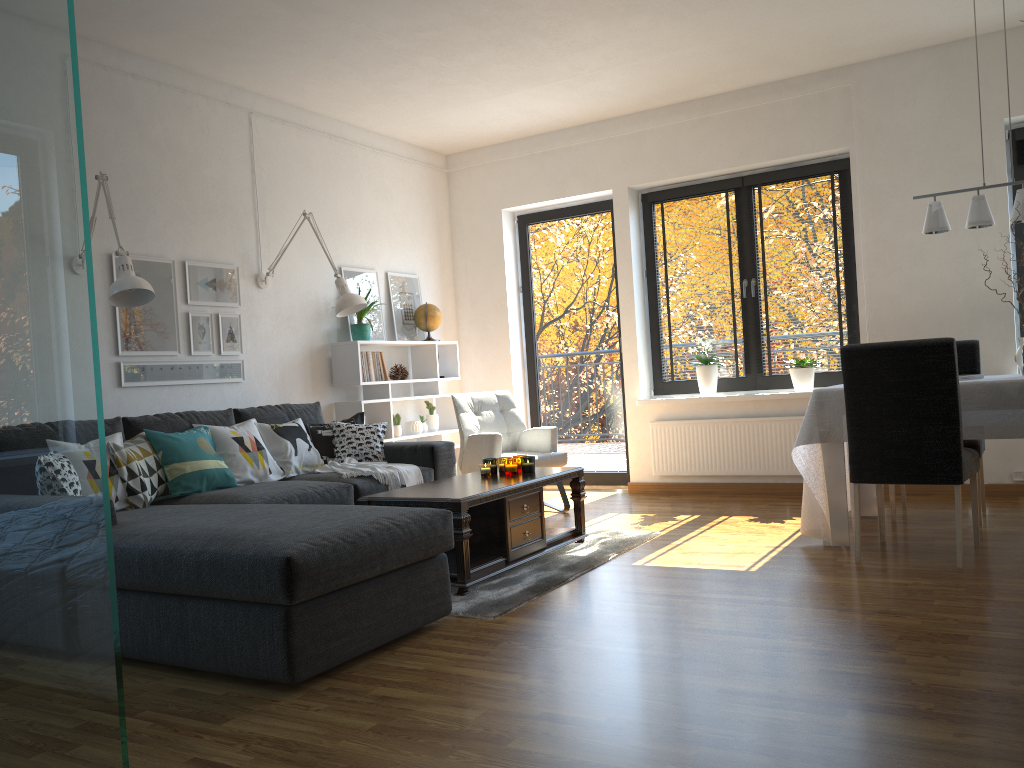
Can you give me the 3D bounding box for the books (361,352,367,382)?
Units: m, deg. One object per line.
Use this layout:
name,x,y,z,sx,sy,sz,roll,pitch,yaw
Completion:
books,-1.049,-0.112,6.021,0.129,0.209,0.035,-3,1,31

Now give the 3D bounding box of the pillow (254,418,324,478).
pillow,-1.230,0.358,4.980,0.266,0.318,0.382,-3,1,31

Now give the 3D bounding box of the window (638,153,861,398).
window,8.351,1.014,16.152,21.820,18.375,12.975,-4,1,-29

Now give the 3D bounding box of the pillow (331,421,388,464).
pillow,-0.891,0.364,5.247,0.358,0.312,0.169,-4,1,-19

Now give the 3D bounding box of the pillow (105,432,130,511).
pillow,-1.818,0.395,3.866,0.173,0.344,0.360,-3,1,30

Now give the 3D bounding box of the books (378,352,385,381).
books,-0.958,-0.119,6.183,0.128,0.211,0.061,-3,1,31

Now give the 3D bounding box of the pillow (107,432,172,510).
pillow,-1.759,0.410,4.106,0.242,0.363,0.454,-4,1,-3

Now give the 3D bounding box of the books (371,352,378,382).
books,-0.997,-0.115,6.113,0.133,0.209,0.044,-3,1,30

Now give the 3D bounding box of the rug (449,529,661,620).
rug,-0.073,0.877,4.392,1.052,0.034,1.812,-4,0,30

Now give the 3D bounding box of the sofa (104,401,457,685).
sofa,-0.946,0.518,4.191,2.164,0.848,2.507,-4,0,31

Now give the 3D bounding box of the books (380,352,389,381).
books,-0.938,-0.119,6.209,0.132,0.204,0.070,-3,1,31

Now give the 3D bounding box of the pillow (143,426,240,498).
pillow,-1.587,0.372,4.383,0.273,0.340,0.414,-3,1,30

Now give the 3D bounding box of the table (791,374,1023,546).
table,2.403,0.345,4.281,1.857,0.763,1.234,-3,0,31

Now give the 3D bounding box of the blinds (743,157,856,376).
blinds,1.993,-0.780,6.102,0.711,1.423,0.049,-3,1,31

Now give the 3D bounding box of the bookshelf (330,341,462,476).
bookshelf,-0.785,0.297,6.451,0.237,1.201,1.189,-3,1,31

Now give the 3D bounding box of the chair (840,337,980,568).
chair,1.815,0.285,4.009,0.462,0.960,0.544,-3,1,36

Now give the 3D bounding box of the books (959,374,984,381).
books,2.125,-0.028,4.340,0.204,0.022,0.278,-4,0,-33

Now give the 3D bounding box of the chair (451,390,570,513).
chair,-0.036,0.461,5.974,0.545,0.832,0.685,-4,1,-34

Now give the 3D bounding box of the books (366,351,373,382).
books,-1.022,-0.115,6.062,0.133,0.210,0.044,-3,1,31

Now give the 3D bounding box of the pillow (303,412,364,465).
pillow,-1.075,0.360,5.290,0.449,0.358,0.234,-4,1,-33

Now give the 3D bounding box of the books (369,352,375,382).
books,-1.012,-0.114,6.089,0.135,0.208,0.048,-3,1,31

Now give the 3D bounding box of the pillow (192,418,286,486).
pillow,-1.410,0.375,4.687,0.285,0.368,0.436,-3,1,30

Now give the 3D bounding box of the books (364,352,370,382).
books,-1.039,-0.112,6.041,0.136,0.209,0.044,-3,1,31

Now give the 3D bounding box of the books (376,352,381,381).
books,-0.976,-0.117,6.152,0.133,0.208,0.044,-3,1,31

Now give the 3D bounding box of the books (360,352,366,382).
books,-1.059,-0.109,6.008,0.136,0.210,0.033,-3,1,31

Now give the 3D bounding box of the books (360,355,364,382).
books,-1.069,-0.110,5.988,0.129,0.205,0.043,-3,1,31

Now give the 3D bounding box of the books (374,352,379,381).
books,-0.987,-0.114,6.133,0.131,0.204,0.035,-3,1,31

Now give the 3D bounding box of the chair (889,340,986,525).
chair,2.315,0.250,4.856,0.462,0.960,0.544,-3,1,31

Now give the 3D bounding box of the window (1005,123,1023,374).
window,3.758,-0.847,5.103,1.562,1.588,0.119,-3,1,31

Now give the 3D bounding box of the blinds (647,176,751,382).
blinds,1.372,-0.741,6.470,0.711,1.423,0.049,-3,1,31

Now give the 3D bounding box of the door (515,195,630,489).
door,0.512,-0.300,7.045,0.976,2.275,0.119,-3,1,31

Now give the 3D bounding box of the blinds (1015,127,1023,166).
blinds,3.388,-1.464,5.242,0.711,0.230,0.049,-4,1,31
